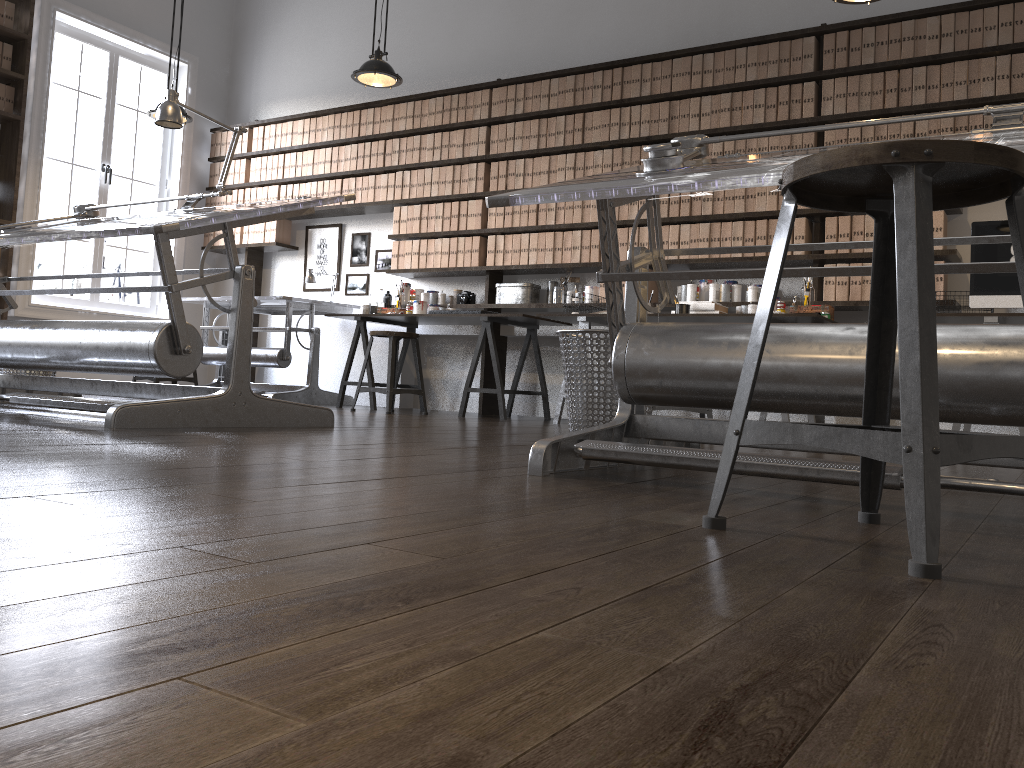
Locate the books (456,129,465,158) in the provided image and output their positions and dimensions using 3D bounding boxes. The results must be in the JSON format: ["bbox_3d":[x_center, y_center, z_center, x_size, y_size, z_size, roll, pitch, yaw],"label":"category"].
[{"bbox_3d":[-0.343,-1.786,6.685,0.067,0.226,0.174,1,-3,32],"label":"books"}]

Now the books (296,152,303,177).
[{"bbox_3d":[-1.759,-1.854,7.580,0.067,0.226,0.174,1,-3,32],"label":"books"}]

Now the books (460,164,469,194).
[{"bbox_3d":[-0.305,-1.516,6.643,0.067,0.226,0.174,1,-3,32],"label":"books"}]

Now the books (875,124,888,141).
[{"bbox_3d":[2.144,-1.397,5.109,0.067,0.226,0.174,1,-3,32],"label":"books"}]

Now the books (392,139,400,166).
[{"bbox_3d":[-0.868,-1.812,7.016,0.067,0.226,0.174,1,-3,32],"label":"books"}]

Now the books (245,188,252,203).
[{"bbox_3d":[-2.289,-1.611,7.880,0.067,0.226,0.174,1,-3,32],"label":"books"}]

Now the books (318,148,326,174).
[{"bbox_3d":[-1.534,-1.843,7.435,0.067,0.226,0.174,1,-3,32],"label":"books"}]

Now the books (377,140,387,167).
[{"bbox_3d":[-0.992,-1.818,7.093,0.067,0.226,0.174,1,-3,32],"label":"books"}]

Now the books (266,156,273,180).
[{"bbox_3d":[-2.062,-1.869,7.768,0.067,0.226,0.174,1,-3,32],"label":"books"}]

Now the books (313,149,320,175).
[{"bbox_3d":[-1.586,-1.846,7.470,0.067,0.226,0.174,1,-3,32],"label":"books"}]

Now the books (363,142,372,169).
[{"bbox_3d":[-1.118,-1.824,7.175,0.067,0.226,0.174,1,-3,32],"label":"books"}]

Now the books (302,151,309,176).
[{"bbox_3d":[-1.699,-1.851,7.542,0.067,0.226,0.174,1,-3,32],"label":"books"}]

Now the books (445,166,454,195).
[{"bbox_3d":[-0.426,-1.522,6.712,0.067,0.226,0.174,1,-3,32],"label":"books"}]

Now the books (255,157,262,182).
[{"bbox_3d":[-2.179,-1.875,7.836,0.067,0.226,0.174,1,-3,32],"label":"books"}]

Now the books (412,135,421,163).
[{"bbox_3d":[-0.692,-1.803,6.904,0.067,0.226,0.174,1,-3,32],"label":"books"}]

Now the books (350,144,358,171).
[{"bbox_3d":[-1.235,-1.829,7.244,0.067,0.226,0.174,1,-3,32],"label":"books"}]

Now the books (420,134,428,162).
[{"bbox_3d":[-0.633,-1.800,6.872,0.067,0.226,0.174,1,-3,32],"label":"books"}]

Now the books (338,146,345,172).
[{"bbox_3d":[-1.351,-1.835,7.325,0.067,0.226,0.174,1,-3,32],"label":"books"}]

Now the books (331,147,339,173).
[{"bbox_3d":[-1.412,-1.838,7.361,0.067,0.226,0.174,1,-3,32],"label":"books"}]

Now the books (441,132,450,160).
[{"bbox_3d":[-0.458,-1.792,6.763,0.067,0.226,0.174,1,-3,32],"label":"books"}]

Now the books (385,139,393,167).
[{"bbox_3d":[-0.926,-1.814,7.058,0.067,0.226,0.174,1,-3,32],"label":"books"}]

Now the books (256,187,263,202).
[{"bbox_3d":[-2.164,-1.605,7.810,0.067,0.226,0.174,1,-3,32],"label":"books"}]

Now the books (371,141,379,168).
[{"bbox_3d":[-1.052,-1.820,7.137,0.067,0.226,0.174,1,-3,32],"label":"books"}]

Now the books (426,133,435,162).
[{"bbox_3d":[-0.580,-1.798,6.837,0.067,0.226,0.174,1,-3,32],"label":"books"}]

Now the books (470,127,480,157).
[{"bbox_3d":[-0.231,-1.781,6.619,0.067,0.226,0.174,1,-3,32],"label":"books"}]

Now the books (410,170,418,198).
[{"bbox_3d":[-0.712,-1.535,6.899,0.067,0.226,0.174,1,-3,32],"label":"books"}]

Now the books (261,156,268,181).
[{"bbox_3d":[-2.118,-1.872,7.797,0.067,0.226,0.174,1,-3,32],"label":"books"}]

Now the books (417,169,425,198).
[{"bbox_3d":[-0.654,-1.533,6.861,0.067,0.226,0.174,1,-3,32],"label":"books"}]

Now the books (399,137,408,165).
[{"bbox_3d":[-0.806,-1.808,6.982,0.067,0.226,0.174,1,-3,32],"label":"books"}]

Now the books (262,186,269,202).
[{"bbox_3d":[-2.106,-1.602,7.772,0.067,0.226,0.174,1,-3,32],"label":"books"}]

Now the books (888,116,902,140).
[{"bbox_3d":[2.202,-1.394,5.070,0.067,0.226,0.174,1,-3,32],"label":"books"}]

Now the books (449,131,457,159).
[{"bbox_3d":[-0.398,-1.789,6.728,0.067,0.226,0.174,1,-3,32],"label":"books"}]

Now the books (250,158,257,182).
[{"bbox_3d":[-2.239,-1.877,7.877,0.067,0.226,0.174,1,-3,32],"label":"books"}]

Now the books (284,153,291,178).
[{"bbox_3d":[-1.879,-1.860,7.656,0.067,0.226,0.174,1,-3,32],"label":"books"}]

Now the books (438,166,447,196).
[{"bbox_3d":[-0.480,-1.524,6.751,0.067,0.226,0.174,1,-3,32],"label":"books"}]

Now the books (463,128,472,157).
[{"bbox_3d":[-0.284,-1.783,6.653,0.067,0.226,0.174,1,-3,32],"label":"books"}]

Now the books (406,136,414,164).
[{"bbox_3d":[-0.746,-1.806,6.944,0.067,0.226,0.174,1,-3,32],"label":"books"}]

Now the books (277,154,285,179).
[{"bbox_3d":[-1.946,-1.863,7.691,0.067,0.226,0.174,1,-3,32],"label":"books"}]

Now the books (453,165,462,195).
[{"bbox_3d":[-0.366,-1.519,6.681,0.067,0.226,0.174,1,-3,32],"label":"books"}]

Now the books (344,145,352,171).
[{"bbox_3d":[-1.294,-1.832,7.285,0.067,0.226,0.174,1,-3,32],"label":"books"}]

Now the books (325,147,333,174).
[{"bbox_3d":[-1.473,-1.841,7.395,0.067,0.226,0.174,1,-3,32],"label":"books"}]

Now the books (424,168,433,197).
[{"bbox_3d":[-0.596,-1.530,6.820,0.067,0.226,0.174,1,-3,32],"label":"books"}]

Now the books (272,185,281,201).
[{"bbox_3d":[-1.992,-1.597,7.694,0.067,0.226,0.174,1,-3,32],"label":"books"}]

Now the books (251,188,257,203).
[{"bbox_3d":[-2.226,-1.608,7.844,0.067,0.226,0.174,1,-3,32],"label":"books"}]

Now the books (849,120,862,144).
[{"bbox_3d":[2.020,-1.403,5.178,0.067,0.226,0.174,1,-3,32],"label":"books"}]

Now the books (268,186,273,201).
[{"bbox_3d":[-2.044,-1.599,7.731,0.067,0.226,0.174,1,-3,32],"label":"books"}]

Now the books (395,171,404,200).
[{"bbox_3d":[-0.836,-1.541,6.969,0.067,0.226,0.174,1,-3,32],"label":"books"}]

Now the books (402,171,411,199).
[{"bbox_3d":[-0.773,-1.538,6.933,0.067,0.226,0.174,1,-3,32],"label":"books"}]

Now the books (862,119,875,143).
[{"bbox_3d":[2.083,-1.400,5.142,0.067,0.226,0.174,1,-3,32],"label":"books"}]

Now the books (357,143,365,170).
[{"bbox_3d":[-1.174,-1.826,7.205,0.067,0.226,0.174,1,-3,32],"label":"books"}]

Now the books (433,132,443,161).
[{"bbox_3d":[-0.520,-1.795,6.797,0.067,0.226,0.174,1,-3,32],"label":"books"}]

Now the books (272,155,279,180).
[{"bbox_3d":[-2.005,-1.866,7.735,0.067,0.226,0.174,1,-3,32],"label":"books"}]

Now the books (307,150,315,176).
[{"bbox_3d":[-1.645,-1.849,7.501,0.067,0.226,0.174,1,-3,32],"label":"books"}]

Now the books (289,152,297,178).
[{"bbox_3d":[-1.821,-1.857,7.614,0.067,0.226,0.174,1,-3,32],"label":"books"}]
